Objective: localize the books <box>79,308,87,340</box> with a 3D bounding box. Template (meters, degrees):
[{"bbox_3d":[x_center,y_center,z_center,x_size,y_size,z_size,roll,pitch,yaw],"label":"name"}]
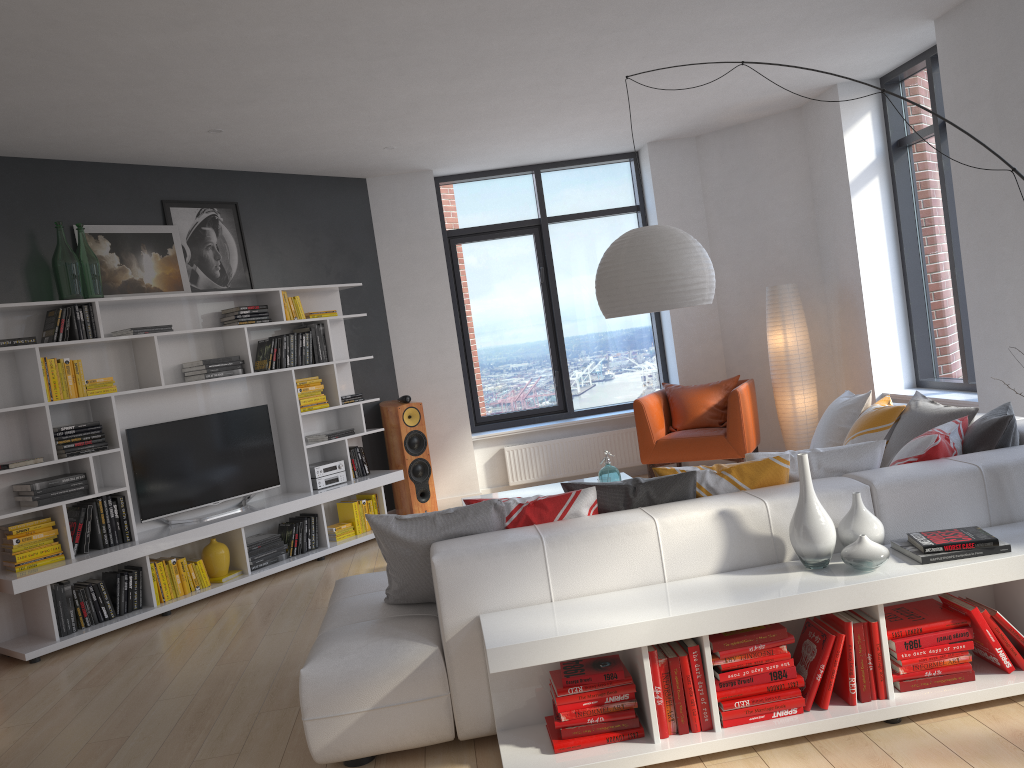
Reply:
[{"bbox_3d":[-2.738,-0.367,5.592,0.147,0.200,0.021,-6,4,40],"label":"books"}]

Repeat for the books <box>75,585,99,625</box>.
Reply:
[{"bbox_3d":[-2.599,1.344,5.401,0.169,0.242,0.050,-6,4,39],"label":"books"}]

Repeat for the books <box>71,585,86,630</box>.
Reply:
[{"bbox_3d":[-2.664,1.343,5.352,0.202,0.268,0.053,-6,4,40],"label":"books"}]

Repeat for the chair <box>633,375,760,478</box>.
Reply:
[{"bbox_3d":[1.595,0.399,7.407,0.896,0.858,0.843,-7,3,27],"label":"chair"}]

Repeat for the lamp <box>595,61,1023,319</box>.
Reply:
[{"bbox_3d":[1.896,-0.359,3.873,3.199,2.647,0.710,-6,4,31],"label":"lamp"}]

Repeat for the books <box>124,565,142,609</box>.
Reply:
[{"bbox_3d":[-2.418,1.295,5.660,0.197,0.260,0.066,-6,4,40],"label":"books"}]

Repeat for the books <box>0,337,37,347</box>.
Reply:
[{"bbox_3d":[-2.996,-0.235,5.253,0.208,0.046,0.268,-5,4,43],"label":"books"}]

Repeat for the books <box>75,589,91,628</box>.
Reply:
[{"bbox_3d":[-2.638,1.354,5.375,0.189,0.240,0.053,-6,4,40],"label":"books"}]

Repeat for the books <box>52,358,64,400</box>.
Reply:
[{"bbox_3d":[-2.834,-0.023,5.461,0.199,0.263,0.015,-6,4,40],"label":"books"}]

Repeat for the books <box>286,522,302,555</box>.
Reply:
[{"bbox_3d":[-1.625,1.145,6.591,0.169,0.233,0.081,-6,4,39],"label":"books"}]

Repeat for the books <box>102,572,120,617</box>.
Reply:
[{"bbox_3d":[-2.511,1.315,5.552,0.197,0.260,0.066,-6,4,40],"label":"books"}]

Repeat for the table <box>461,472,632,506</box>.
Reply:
[{"bbox_3d":[0.288,0.903,5.320,1.091,0.435,1.091,-8,3,-5],"label":"table"}]

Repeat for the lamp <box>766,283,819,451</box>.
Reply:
[{"bbox_3d":[2.451,-0.061,7.189,0.804,1.550,0.502,-5,4,45],"label":"lamp"}]

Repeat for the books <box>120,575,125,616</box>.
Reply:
[{"bbox_3d":[-2.474,1.320,5.551,0.172,0.242,0.069,-6,4,41],"label":"books"}]

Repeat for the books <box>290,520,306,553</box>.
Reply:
[{"bbox_3d":[-1.594,1.137,6.609,0.172,0.242,0.069,-6,4,41],"label":"books"}]

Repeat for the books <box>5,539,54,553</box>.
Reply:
[{"bbox_3d":[-2.883,0.962,5.291,0.152,0.024,0.228,-5,4,44],"label":"books"}]

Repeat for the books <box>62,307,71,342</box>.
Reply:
[{"bbox_3d":[-2.799,-0.360,5.516,0.154,0.212,0.074,-6,4,39],"label":"books"}]

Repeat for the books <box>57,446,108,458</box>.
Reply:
[{"bbox_3d":[-2.696,0.425,5.538,0.189,0.026,0.263,-6,4,38],"label":"books"}]

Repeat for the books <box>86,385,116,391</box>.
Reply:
[{"bbox_3d":[-2.651,0.032,5.652,0.148,0.011,0.196,-6,4,40],"label":"books"}]

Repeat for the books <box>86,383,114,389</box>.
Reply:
[{"bbox_3d":[-2.641,0.017,5.635,0.113,0.018,0.169,-6,4,41],"label":"books"}]

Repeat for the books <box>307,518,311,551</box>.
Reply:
[{"bbox_3d":[-1.578,1.131,6.660,0.179,0.243,0.068,-6,4,39],"label":"books"}]

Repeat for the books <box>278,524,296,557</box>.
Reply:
[{"bbox_3d":[-1.673,1.154,6.547,0.182,0.234,0.104,-6,4,40],"label":"books"}]

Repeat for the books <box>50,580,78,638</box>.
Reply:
[{"bbox_3d":[-2.727,1.333,5.286,0.259,0.321,0.128,-6,4,40],"label":"books"}]

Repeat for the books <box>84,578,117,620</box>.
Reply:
[{"bbox_3d":[-2.546,1.329,5.477,0.191,0.249,0.083,-6,4,40],"label":"books"}]

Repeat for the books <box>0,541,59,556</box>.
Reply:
[{"bbox_3d":[-2.890,0.981,5.313,0.198,0.015,0.263,-5,4,43],"label":"books"}]

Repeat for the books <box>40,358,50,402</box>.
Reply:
[{"bbox_3d":[-2.880,-0.017,5.379,0.204,0.270,0.029,-6,4,40],"label":"books"}]

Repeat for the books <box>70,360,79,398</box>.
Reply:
[{"bbox_3d":[-2.770,-0.025,5.533,0.169,0.239,0.023,-6,4,40],"label":"books"}]

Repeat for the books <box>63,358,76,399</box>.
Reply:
[{"bbox_3d":[-2.788,-0.027,5.509,0.185,0.250,0.035,-6,4,40],"label":"books"}]

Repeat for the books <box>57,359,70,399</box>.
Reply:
[{"bbox_3d":[-2.806,-0.024,5.489,0.180,0.251,0.019,-6,4,40],"label":"books"}]

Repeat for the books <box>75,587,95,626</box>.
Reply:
[{"bbox_3d":[-2.618,1.351,5.390,0.170,0.236,0.049,-6,4,40],"label":"books"}]

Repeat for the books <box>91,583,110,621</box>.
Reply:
[{"bbox_3d":[-2.564,1.337,5.449,0.177,0.242,0.066,-6,4,40],"label":"books"}]

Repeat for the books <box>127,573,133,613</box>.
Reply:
[{"bbox_3d":[-2.452,1.311,5.598,0.179,0.243,0.071,-6,4,39],"label":"books"}]

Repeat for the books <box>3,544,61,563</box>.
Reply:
[{"bbox_3d":[-2.873,1.008,5.308,0.198,0.044,0.255,-6,4,40],"label":"books"}]

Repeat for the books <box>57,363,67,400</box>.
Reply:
[{"bbox_3d":[-2.804,-0.010,5.462,0.156,0.229,0.024,-6,4,40],"label":"books"}]

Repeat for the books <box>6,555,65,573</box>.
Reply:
[{"bbox_3d":[-2.852,1.068,5.304,0.204,0.029,0.270,-5,4,45],"label":"books"}]

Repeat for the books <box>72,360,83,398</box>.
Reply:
[{"bbox_3d":[-2.752,-0.026,5.549,0.172,0.234,0.024,-6,4,40],"label":"books"}]

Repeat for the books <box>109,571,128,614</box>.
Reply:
[{"bbox_3d":[-2.479,1.311,5.586,0.192,0.254,0.075,-6,4,39],"label":"books"}]

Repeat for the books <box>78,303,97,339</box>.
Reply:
[{"bbox_3d":[-2.699,-0.390,5.631,0.174,0.230,0.019,-6,4,40],"label":"books"}]

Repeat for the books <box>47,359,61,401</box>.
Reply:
[{"bbox_3d":[-2.851,-0.017,5.436,0.198,0.255,0.044,-6,4,40],"label":"books"}]

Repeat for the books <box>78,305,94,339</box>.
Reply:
[{"bbox_3d":[-2.721,-0.379,5.615,0.169,0.218,0.038,-6,4,40],"label":"books"}]

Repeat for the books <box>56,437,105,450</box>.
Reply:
[{"bbox_3d":[-2.723,0.375,5.544,0.209,0.030,0.266,-6,4,38],"label":"books"}]

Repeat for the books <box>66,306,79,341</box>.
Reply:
[{"bbox_3d":[-2.770,-0.369,5.554,0.156,0.221,0.021,-6,4,40],"label":"books"}]

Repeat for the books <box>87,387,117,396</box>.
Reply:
[{"bbox_3d":[-2.645,0.054,5.651,0.147,0.033,0.190,-6,4,40],"label":"books"}]

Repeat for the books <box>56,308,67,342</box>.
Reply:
[{"bbox_3d":[-2.826,-0.355,5.502,0.171,0.214,0.087,-6,4,40],"label":"books"}]

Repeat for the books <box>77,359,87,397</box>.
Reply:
[{"bbox_3d":[-2.738,-0.030,5.572,0.172,0.234,0.024,-6,4,40],"label":"books"}]

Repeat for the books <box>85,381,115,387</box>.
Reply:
[{"bbox_3d":[-2.651,0.002,5.649,0.134,0.014,0.187,-6,4,40],"label":"books"}]

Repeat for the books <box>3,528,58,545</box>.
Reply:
[{"bbox_3d":[-2.887,0.913,5.317,0.185,0.035,0.250,-5,4,43],"label":"books"}]

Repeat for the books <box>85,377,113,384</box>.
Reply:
[{"bbox_3d":[-2.666,-0.016,5.653,0.138,0.026,0.186,-6,4,40],"label":"books"}]

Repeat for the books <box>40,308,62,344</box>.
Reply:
[{"bbox_3d":[-2.842,-0.352,5.474,0.166,0.213,0.096,-6,4,38],"label":"books"}]

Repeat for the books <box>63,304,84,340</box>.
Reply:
[{"bbox_3d":[-2.759,-0.378,5.576,0.176,0.232,0.025,-6,4,40],"label":"books"}]

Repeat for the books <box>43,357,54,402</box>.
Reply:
[{"bbox_3d":[-2.870,-0.019,5.405,0.213,0.270,0.025,-6,4,40],"label":"books"}]

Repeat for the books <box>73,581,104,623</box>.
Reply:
[{"bbox_3d":[-2.590,1.336,5.431,0.193,0.255,0.066,-6,4,39],"label":"books"}]

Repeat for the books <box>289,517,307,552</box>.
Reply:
[{"bbox_3d":[-1.600,1.128,6.643,0.192,0.254,0.075,-6,4,39],"label":"books"}]

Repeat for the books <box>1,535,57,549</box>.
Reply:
[{"bbox_3d":[-2.892,0.941,5.312,0.180,0.019,0.251,-6,4,40],"label":"books"}]

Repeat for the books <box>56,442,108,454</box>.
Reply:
[{"bbox_3d":[-2.700,0.400,5.539,0.189,0.025,0.270,-6,4,39],"label":"books"}]

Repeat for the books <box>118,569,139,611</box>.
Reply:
[{"bbox_3d":[-2.437,1.304,5.634,0.191,0.249,0.084,-6,4,40],"label":"books"}]
